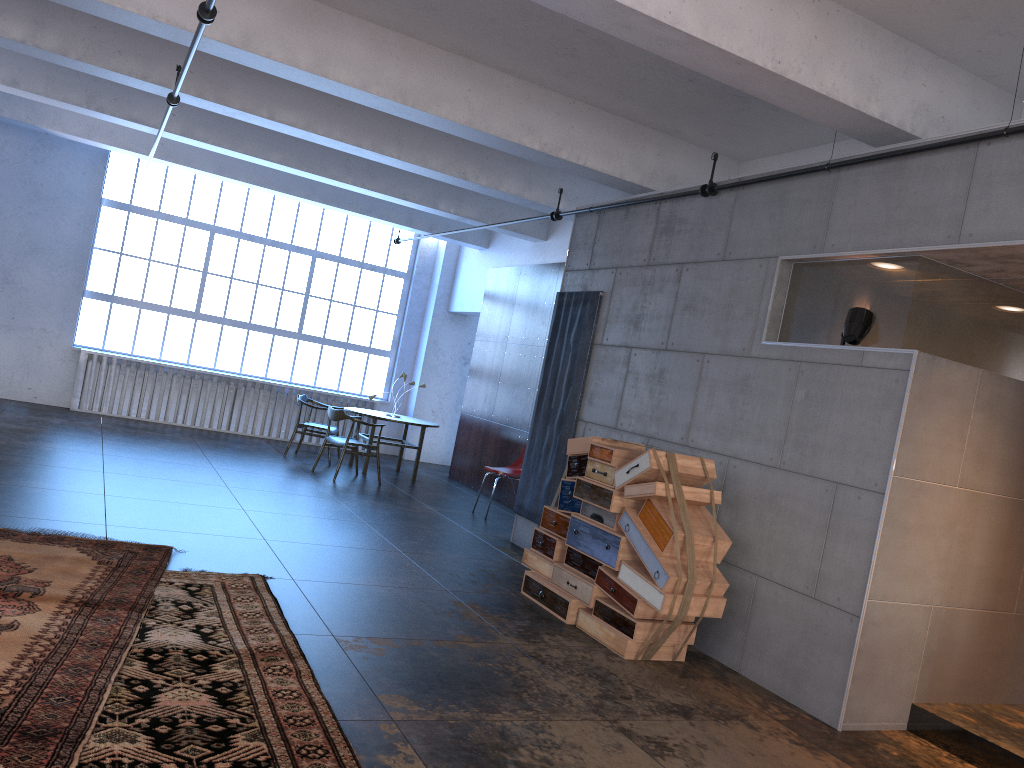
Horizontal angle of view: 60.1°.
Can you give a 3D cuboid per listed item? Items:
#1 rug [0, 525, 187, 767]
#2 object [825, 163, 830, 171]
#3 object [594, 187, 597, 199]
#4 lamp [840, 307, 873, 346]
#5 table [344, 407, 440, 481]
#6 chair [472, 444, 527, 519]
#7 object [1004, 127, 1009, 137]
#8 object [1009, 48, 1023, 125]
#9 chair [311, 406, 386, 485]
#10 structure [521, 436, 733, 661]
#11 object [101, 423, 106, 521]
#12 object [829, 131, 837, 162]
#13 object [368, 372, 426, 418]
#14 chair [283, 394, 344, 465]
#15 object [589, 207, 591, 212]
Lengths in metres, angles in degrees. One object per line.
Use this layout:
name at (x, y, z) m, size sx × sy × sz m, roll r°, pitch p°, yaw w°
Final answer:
rug at (-2.645, 1.019, 4.189) m, size 1.901 × 0.048 × 3.477 m, roll 11°, pitch 0°, yaw -16°
object at (5.344, 1.480, 0.099) m, size 0.062 × 0.053 × 0.052 m, roll 11°, pitch 0°, yaw 16°
object at (5.339, 1.517, 0.044) m, size 0.072 × 0.063 × 0.065 m, roll 11°, pitch 0°, yaw 29°
lamp at (2.096, -0.336, 5.377) m, size 0.217 × 0.259 × 0.167 m, roll 11°, pitch 1°, yaw -45°
table at (-1.719, 0.860, 12.126) m, size 1.293 × 0.851 × 1.326 m, roll 11°, pitch 0°, yaw 18°
chair at (-0.002, 1.080, 10.188) m, size 0.668 × 0.988 × 0.419 m, roll 11°, pitch 1°, yaw -27°
object at (5.329, 1.417, 0.015) m, size 0.064 × 0.051 × 0.052 m, roll 11°, pitch 0°, yaw -34°
object at (5.315, 1.412, 0.149) m, size 0.059 × 0.060 × 0.051 m, roll 11°, pitch 0°, yaw 8°
chair at (-1.977, 0.757, 10.931) m, size 0.688 × 0.864 × 0.711 m, roll 11°, pitch 1°, yaw -39°
structure at (0.735, 1.045, 6.179) m, size 0.650 × 1.315 × 1.878 m, roll 11°, pitch 0°, yaw -26°
object at (2.798, 2.266, 2.206) m, size 20.111 × 0.001 × 26.697 m, roll 11°, pitch 0°, yaw -26°
object at (5.370, 1.437, 0.121) m, size 0.062 × 0.053 × 0.052 m, roll 11°, pitch 0°, yaw 21°
object at (-1.566, 0.133, 12.107) m, size 0.788 × 0.624 × 0.235 m, roll 11°, pitch 1°, yaw -25°
chair at (-2.658, 0.623, 12.126) m, size 0.673 × 0.864 × 0.727 m, roll 11°, pitch 0°, yaw 0°
object at (5.381, 1.451, 0.065) m, size 0.052 × 0.052 × 0.062 m, roll 11°, pitch 0°, yaw 22°
